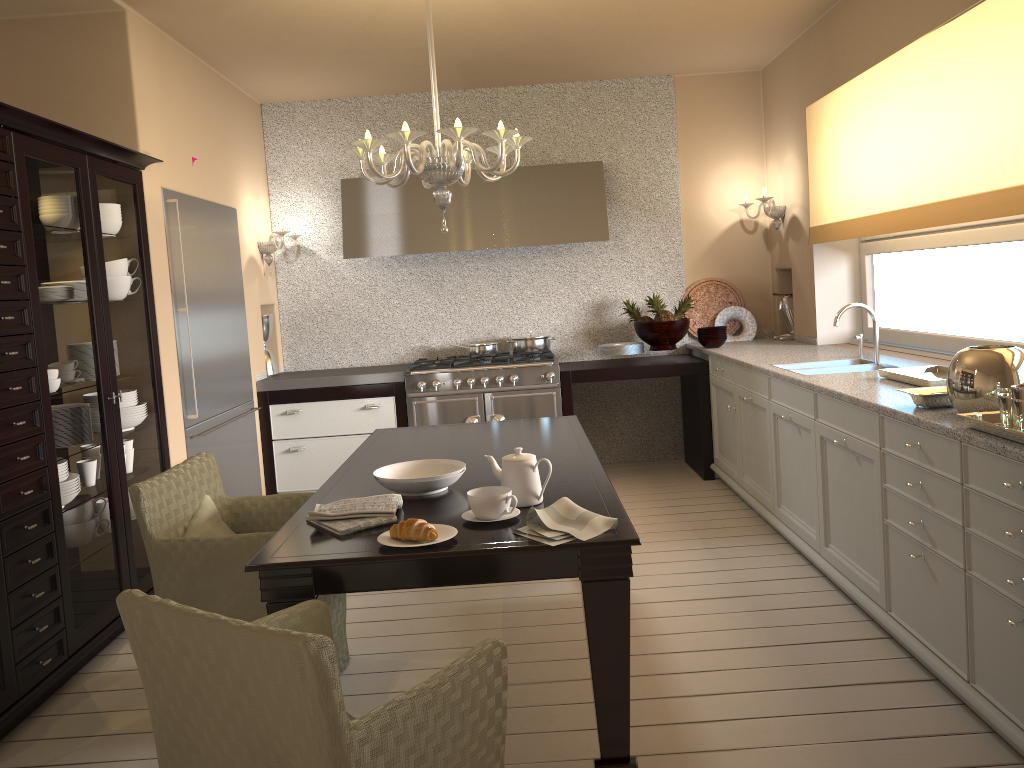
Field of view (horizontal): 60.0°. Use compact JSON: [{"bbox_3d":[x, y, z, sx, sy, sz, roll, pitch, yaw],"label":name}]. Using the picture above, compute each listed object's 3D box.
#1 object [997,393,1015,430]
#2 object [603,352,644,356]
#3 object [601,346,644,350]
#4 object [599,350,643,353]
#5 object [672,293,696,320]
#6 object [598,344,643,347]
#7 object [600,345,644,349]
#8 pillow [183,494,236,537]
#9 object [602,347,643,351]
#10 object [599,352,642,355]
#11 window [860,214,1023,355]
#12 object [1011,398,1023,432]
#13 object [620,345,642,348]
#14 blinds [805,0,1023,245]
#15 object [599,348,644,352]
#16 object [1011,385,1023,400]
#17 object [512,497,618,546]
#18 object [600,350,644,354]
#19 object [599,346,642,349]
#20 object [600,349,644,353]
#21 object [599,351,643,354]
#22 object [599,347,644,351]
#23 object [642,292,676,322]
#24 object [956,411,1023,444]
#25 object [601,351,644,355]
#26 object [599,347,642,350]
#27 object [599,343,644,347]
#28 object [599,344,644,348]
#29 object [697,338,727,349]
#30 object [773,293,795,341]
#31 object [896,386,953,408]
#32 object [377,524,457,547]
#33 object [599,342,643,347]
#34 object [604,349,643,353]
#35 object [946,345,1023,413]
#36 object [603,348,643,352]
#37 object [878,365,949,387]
[{"bbox_3d":[1.279,0.072,2.267,0.063,0.090,0.063,-6,5,-27],"label":"object"},{"bbox_3d":[0.680,-0.186,5.497,0.278,0.011,0.279,-5,6,-12],"label":"object"},{"bbox_3d":[0.677,-0.222,5.494,0.278,0.011,0.279,-5,6,-12],"label":"object"},{"bbox_3d":[0.679,-0.200,5.495,0.278,0.011,0.279,-5,6,-12],"label":"object"},{"bbox_3d":[1.060,-0.433,5.684,0.276,0.284,0.138,-5,5,-15],"label":"object"},{"bbox_3d":[0.676,-0.236,5.493,0.278,0.011,0.279,-5,6,-12],"label":"object"},{"bbox_3d":[0.677,-0.228,5.494,0.278,0.011,0.279,-5,6,-12],"label":"object"},{"bbox_3d":[-0.953,0.523,2.897,0.192,0.294,0.441,-4,6,0],"label":"pillow"},{"bbox_3d":[0.678,-0.217,5.496,0.278,0.011,0.279,-5,6,-12],"label":"object"},{"bbox_3d":[0.680,-0.189,5.496,0.278,0.011,0.279,-5,6,-12],"label":"object"},{"bbox_3d":[2.021,-0.726,3.337,0.047,1.349,3.578,-4,6,0],"label":"window"},{"bbox_3d":[1.272,0.080,2.193,0.063,0.090,0.063,-6,5,-27],"label":"object"},{"bbox_3d":[0.677,-0.231,5.494,0.278,0.011,0.279,-5,6,-12],"label":"object"},{"bbox_3d":[1.703,-1.002,3.339,0.022,0.780,3.561,-4,6,0],"label":"blinds"},{"bbox_3d":[0.679,-0.208,5.495,0.278,0.011,0.279,-5,6,-12],"label":"object"},{"bbox_3d":[1.270,0.050,2.191,0.063,0.090,0.063,-6,5,-27],"label":"object"},{"bbox_3d":[0.129,0.325,2.146,0.205,0.063,0.197,-9,8,-37],"label":"object"},{"bbox_3d":[0.679,-0.197,5.496,0.278,0.011,0.279,-5,6,-12],"label":"object"},{"bbox_3d":[0.677,-0.225,5.494,0.278,0.011,0.279,-5,6,-12],"label":"object"},{"bbox_3d":[0.678,-0.202,5.496,0.278,0.011,0.279,-5,6,-12],"label":"object"},{"bbox_3d":[0.680,-0.194,5.496,0.278,0.011,0.279,-5,6,-12],"label":"object"},{"bbox_3d":[0.678,-0.214,5.495,0.278,0.011,0.279,-5,6,-12],"label":"object"},{"bbox_3d":[0.927,-0.446,5.585,0.161,0.277,0.270,-5,5,-18],"label":"object"},{"bbox_3d":[1.329,0.112,2.159,0.274,0.034,0.447,-4,6,0],"label":"object"},{"bbox_3d":[0.679,-0.192,5.497,0.278,0.011,0.279,-5,6,-12],"label":"object"},{"bbox_3d":[0.677,-0.220,5.495,0.278,0.011,0.279,-5,6,-12],"label":"object"},{"bbox_3d":[0.676,-0.239,5.493,0.278,0.011,0.279,-5,6,-12],"label":"object"},{"bbox_3d":[0.677,-0.233,5.493,0.278,0.011,0.279,-5,6,-12],"label":"object"},{"bbox_3d":[1.240,-0.252,5.479,0.180,0.063,0.180,-6,6,-22],"label":"object"},{"bbox_3d":[1.897,-0.446,5.726,0.391,0.305,0.383,-4,5,0],"label":"object"},{"bbox_3d":[1.320,0.042,2.741,0.197,0.048,0.153,-4,6,0],"label":"object"},{"bbox_3d":[-0.229,0.374,2.156,0.194,0.014,0.195,-7,7,-24],"label":"object"},{"bbox_3d":[0.676,-0.242,5.493,0.278,0.011,0.279,-5,6,-12],"label":"object"},{"bbox_3d":[0.678,-0.205,5.496,0.278,0.011,0.279,-5,6,-12],"label":"object"},{"bbox_3d":[1.374,-0.009,2.537,0.235,0.195,0.236,-2,6,17],"label":"object"},{"bbox_3d":[0.677,-0.211,5.496,0.278,0.011,0.279,-5,6,-12],"label":"object"},{"bbox_3d":[1.577,-0.029,3.315,0.241,0.030,0.430,-4,6,0],"label":"object"}]
